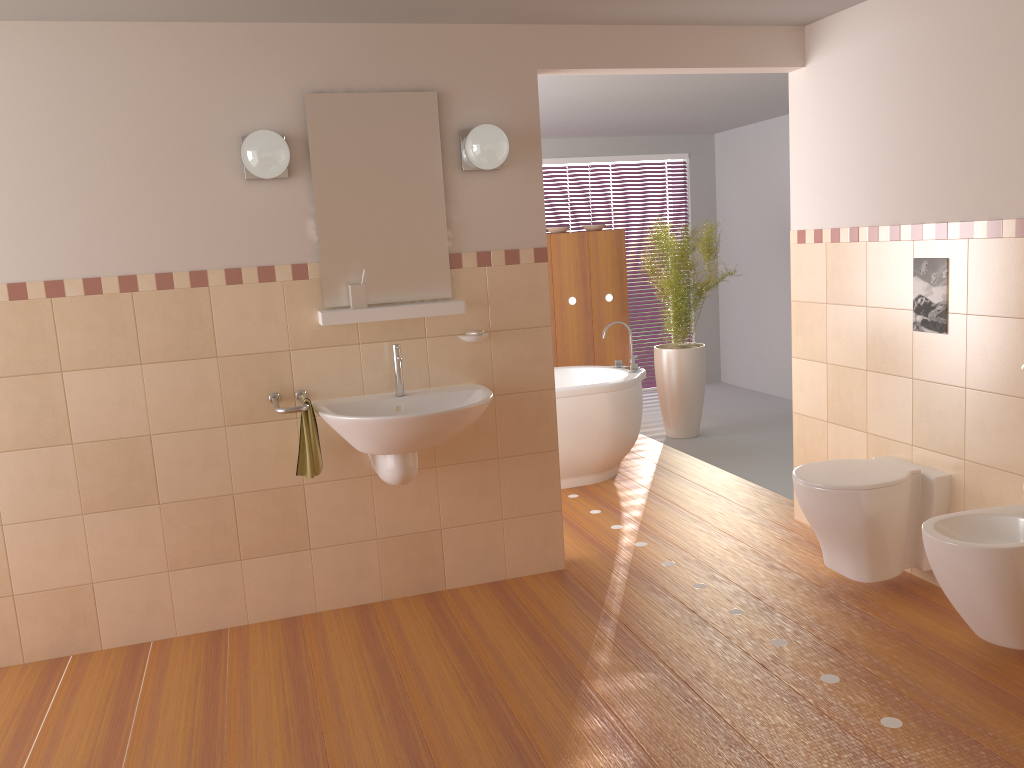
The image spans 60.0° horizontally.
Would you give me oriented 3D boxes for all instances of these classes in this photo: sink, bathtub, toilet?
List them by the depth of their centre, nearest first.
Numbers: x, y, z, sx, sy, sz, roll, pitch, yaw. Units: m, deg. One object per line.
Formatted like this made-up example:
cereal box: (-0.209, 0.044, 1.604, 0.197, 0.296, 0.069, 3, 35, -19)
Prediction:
sink: (1.549, 0.556, 2.801, 0.515, 0.517, 0.335, -6, 9, -16)
sink: (-0.383, 0.124, 3.313, 0.683, 0.516, 0.539, -6, 9, -16)
toilet: (1.353, 0.526, 3.436, 0.534, 0.400, 0.375, -6, 9, -16)
bathtub: (-0.059, 0.140, 5.328, 1.874, 0.900, 0.888, -6, 9, -16)

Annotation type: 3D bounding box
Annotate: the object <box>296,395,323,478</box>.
object: (-0.756, 0.192, 3.309, 0.085, 0.306, 0.181, -4, 9, 0)

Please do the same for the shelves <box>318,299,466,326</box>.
shelves: (-0.465, -0.279, 3.442, 0.554, 0.050, 0.138, -6, 9, -16)

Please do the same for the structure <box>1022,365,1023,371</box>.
structure: (1.715, -0.039, 2.769, 0.091, 0.042, 0.295, -6, 9, -16)

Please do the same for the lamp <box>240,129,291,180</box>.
lamp: (-0.889, -0.826, 3.198, 0.173, 0.173, 0.209, -6, 9, -16)

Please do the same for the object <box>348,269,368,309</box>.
object: (-0.588, -0.362, 3.385, 0.063, 0.149, 0.073, -6, 9, -16)

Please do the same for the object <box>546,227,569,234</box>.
object: (0.329, -1.085, 6.277, 0.173, 0.046, 0.173, -6, 9, -16)

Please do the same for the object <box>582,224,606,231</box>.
object: (0.588, -1.114, 6.352, 0.173, 0.046, 0.173, -6, 9, -16)

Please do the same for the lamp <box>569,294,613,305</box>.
lamp: (0.158, -0.555, 6.159, 1.169, 0.052, 0.001, -6, 9, -16)

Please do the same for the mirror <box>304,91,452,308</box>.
mirror: (-0.507, -0.712, 3.423, 0.502, 0.799, 0.008, -6, 9, -16)

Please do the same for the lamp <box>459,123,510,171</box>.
lamp: (-0.101, -0.914, 3.427, 0.173, 0.173, 0.209, -6, 9, -16)

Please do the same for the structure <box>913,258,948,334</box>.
structure: (1.563, -0.330, 3.318, 0.005, 0.279, 0.170, -6, 9, -16)

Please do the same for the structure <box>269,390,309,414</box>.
structure: (-0.821, 0.072, 3.278, 0.142, 0.042, 0.333, -6, 9, -16)

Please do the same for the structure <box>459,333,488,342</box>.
structure: (-0.150, -0.183, 3.574, 0.117, 0.029, 0.092, -6, 9, -16)

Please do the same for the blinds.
blinds: (-0.619, -0.760, 7.487, 4.712, 2.022, 0.032, -6, 9, -16)

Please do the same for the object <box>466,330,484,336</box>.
object: (-0.150, -0.205, 3.572, 0.075, 0.023, 0.050, 3, 12, 38)

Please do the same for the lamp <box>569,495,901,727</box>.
lamp: (-0.735, 0.982, 3.186, 3.173, 0.001, 2.893, -6, 9, -16)

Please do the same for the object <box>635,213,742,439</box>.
object: (1.255, -0.406, 6.126, 0.683, 1.557, 1.335, -1, 9, 16)
